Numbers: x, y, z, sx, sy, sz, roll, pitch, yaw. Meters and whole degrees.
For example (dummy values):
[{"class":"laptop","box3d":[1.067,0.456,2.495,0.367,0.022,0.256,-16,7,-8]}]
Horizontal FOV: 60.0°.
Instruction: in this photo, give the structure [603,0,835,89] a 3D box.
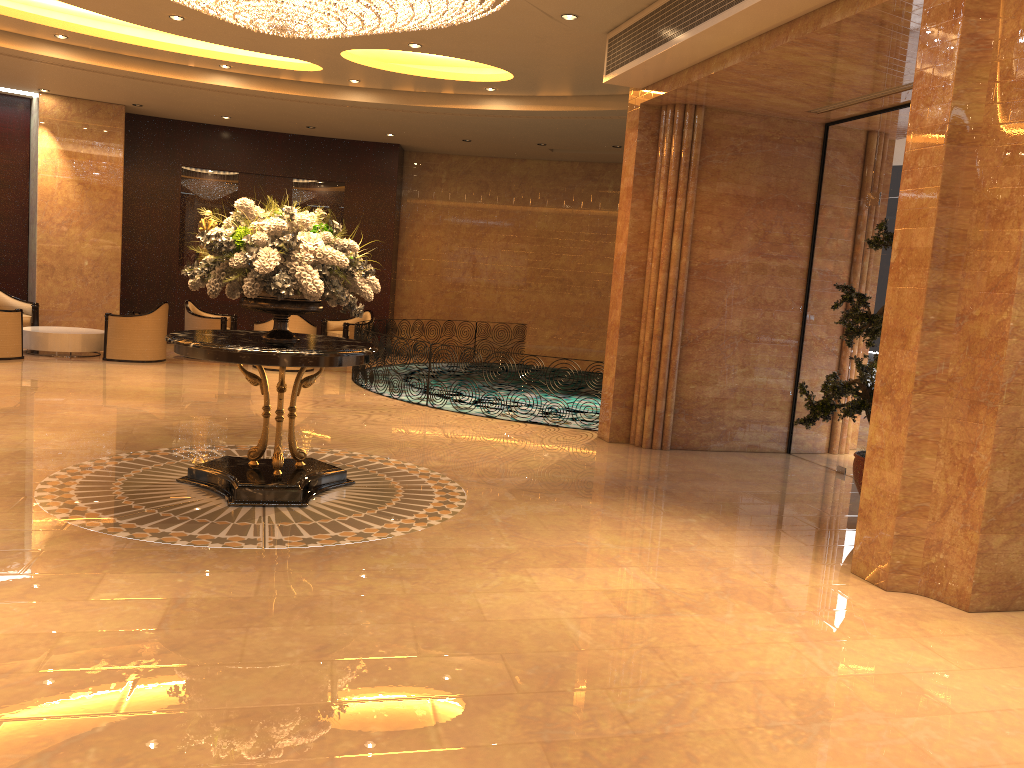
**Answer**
[{"class":"structure","box3d":[1.684,-2.993,7.028,0.425,0.483,4.113,3,7,-16]}]

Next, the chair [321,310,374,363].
[{"class":"chair","box3d":[-2.863,-0.867,15.675,0.769,0.916,0.951,-1,9,-41]}]

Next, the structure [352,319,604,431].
[{"class":"structure","box3d":[-0.566,-0.341,14.022,3.815,0.995,7.624,5,7,2]}]

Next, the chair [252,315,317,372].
[{"class":"chair","box3d":[-3.487,-0.682,13.685,0.951,0.916,0.769,2,7,-21]}]

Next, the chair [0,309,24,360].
[{"class":"chair","box3d":[-7.381,-0.827,12.273,0.951,0.916,0.769,7,7,19]}]

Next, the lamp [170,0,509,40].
[{"class":"lamp","box3d":[-1.555,-3.046,6.096,3.206,1.196,3.204,7,7,21]}]

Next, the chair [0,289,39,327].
[{"class":"chair","box3d":[-7.978,-1.057,13.821,0.769,0.916,0.951,9,8,34]}]

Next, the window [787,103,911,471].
[{"class":"window","box3d":[3.646,-0.742,7.880,0.047,3.571,3.515,3,7,-16]}]

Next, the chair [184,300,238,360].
[{"class":"chair","box3d":[-4.945,-0.893,14.481,0.769,0.916,0.951,4,7,-6]}]

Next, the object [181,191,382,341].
[{"class":"object","box3d":[-1.652,-0.815,6.352,1.277,0.999,1.318,6,7,15]}]

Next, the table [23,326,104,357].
[{"class":"table","box3d":[-6.820,-0.645,13.506,1.196,0.354,1.196,6,7,11]}]

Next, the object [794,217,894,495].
[{"class":"object","box3d":[2.851,-0.090,6.762,1.250,2.363,0.843,0,8,-35]}]

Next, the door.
[{"class":"door","box3d":[3.616,-0.368,7.923,0.195,2.758,1.880,3,7,-16]}]

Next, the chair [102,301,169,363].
[{"class":"chair","box3d":[-5.624,-0.821,13.411,0.769,0.916,0.951,4,7,-1]}]

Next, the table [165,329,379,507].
[{"class":"table","box3d":[-1.761,0.212,6.498,1.493,1.089,1.493,2,7,-22]}]
